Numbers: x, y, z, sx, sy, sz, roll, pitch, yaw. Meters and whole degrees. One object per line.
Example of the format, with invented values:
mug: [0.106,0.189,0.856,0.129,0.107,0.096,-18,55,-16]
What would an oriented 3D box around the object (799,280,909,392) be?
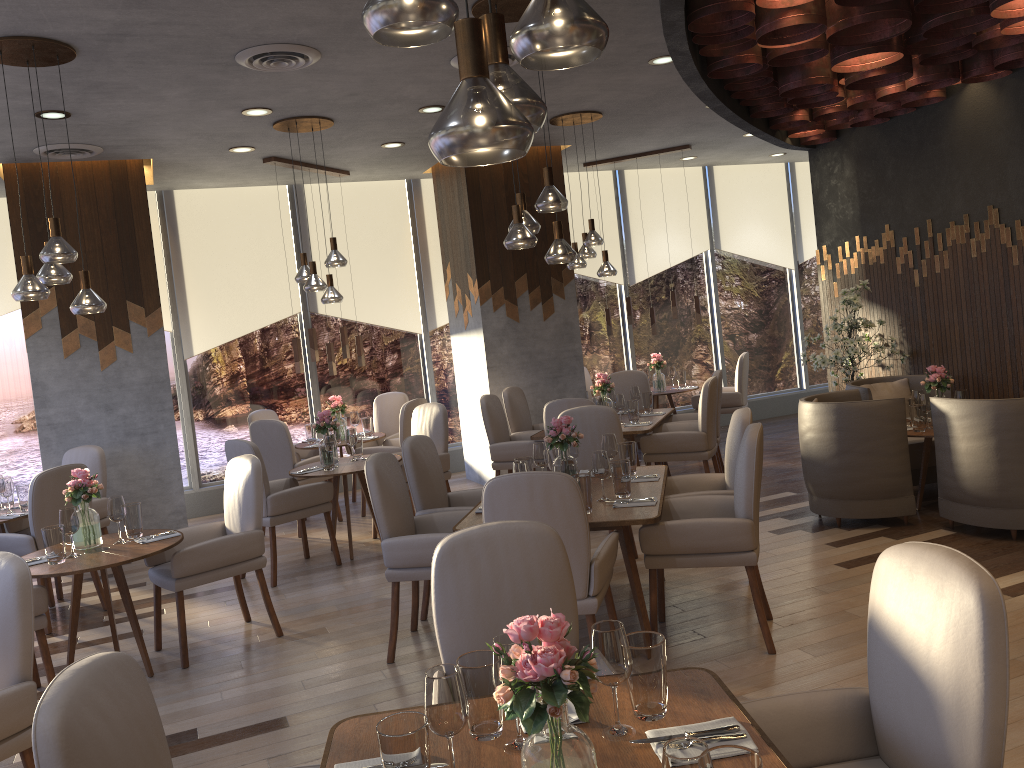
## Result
object: [2.794,-0.041,7.307,0.747,1.614,0.789,-7,3,-15]

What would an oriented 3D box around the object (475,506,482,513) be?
object: [-0.052,0.615,4.445,0.255,0.019,0.158,-5,4,11]

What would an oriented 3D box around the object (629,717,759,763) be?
object: [0.380,0.757,1.887,0.255,0.019,0.158,-7,4,-4]

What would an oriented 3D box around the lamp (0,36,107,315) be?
lamp: [-2.347,-1.004,4.450,0.440,1.324,0.439,-7,3,-19]

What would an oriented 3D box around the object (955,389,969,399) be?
object: [3.015,0.162,5.929,0.092,0.244,0.092,-5,3,19]

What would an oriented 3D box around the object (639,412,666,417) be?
object: [1.172,0.253,7.531,0.255,0.019,0.158,-5,5,22]

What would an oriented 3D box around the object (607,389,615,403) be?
object: [0.865,0.157,7.750,0.092,0.244,0.092,-6,3,-1]

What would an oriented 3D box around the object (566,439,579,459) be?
object: [0.336,0.420,4.976,0.092,0.244,0.092,-4,3,34]

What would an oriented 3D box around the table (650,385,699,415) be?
table: [1.635,0.396,9.608,0.835,0.661,0.833,-8,4,-30]

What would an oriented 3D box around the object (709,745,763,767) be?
object: [0.370,0.709,1.468,0.102,0.178,0.102,-6,3,12]

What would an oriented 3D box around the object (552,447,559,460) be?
object: [0.288,0.451,5.074,0.102,0.178,0.102,-5,3,25]

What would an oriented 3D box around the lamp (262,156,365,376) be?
lamp: [-1.751,-1.038,8.134,0.118,1.929,1.164,-5,3,24]

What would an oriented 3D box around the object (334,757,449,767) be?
object: [-0.263,0.827,1.896,0.255,0.019,0.157,-7,4,-6]

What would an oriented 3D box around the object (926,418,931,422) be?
object: [2.943,0.253,6.337,0.157,0.019,0.255,-6,4,-2]

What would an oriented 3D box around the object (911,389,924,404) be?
object: [2.845,0.161,6.191,0.092,0.244,0.092,-9,4,-45]

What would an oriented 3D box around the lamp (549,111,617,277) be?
lamp: [0.599,-1.539,7.345,0.440,1.324,0.439,-8,3,-36]

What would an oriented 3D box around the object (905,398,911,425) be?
object: [2.779,0.195,6.277,0.102,0.178,0.102,-6,3,4]

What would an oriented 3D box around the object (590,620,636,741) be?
object: [0.224,0.655,1.965,0.092,0.244,0.092,-6,3,-2]

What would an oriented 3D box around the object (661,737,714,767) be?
object: [0.285,0.691,1.395,0.092,0.244,0.092,-4,3,38]

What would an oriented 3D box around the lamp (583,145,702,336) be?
lamp: [1.429,-1.485,9.490,1.160,1.929,0.118,-5,3,23]

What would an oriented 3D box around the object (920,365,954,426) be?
object: [2.926,0.075,6.069,0.198,0.415,0.210,-9,4,-44]

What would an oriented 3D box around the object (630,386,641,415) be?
object: [1.067,0.142,7.665,0.092,0.244,0.092,-7,3,-26]

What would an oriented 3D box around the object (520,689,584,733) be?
object: [0.090,0.773,2.105,0.157,0.019,0.255,-7,4,-8]

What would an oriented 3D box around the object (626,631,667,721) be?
object: [0.309,0.673,2.038,0.102,0.178,0.102,-4,4,42]

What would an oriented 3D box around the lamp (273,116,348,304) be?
lamp: [-1.461,-1.255,6.543,0.440,1.324,0.439,-7,3,-14]

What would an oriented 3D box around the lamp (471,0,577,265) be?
lamp: [0.083,-1.276,4.552,0.440,1.324,0.439,-7,3,-16]

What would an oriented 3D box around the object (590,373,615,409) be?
object: [0.774,0.109,7.418,0.198,0.415,0.210,-9,4,-44]

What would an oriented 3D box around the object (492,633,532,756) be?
object: [0.006,0.680,1.951,0.092,0.244,0.092,-6,3,-5]

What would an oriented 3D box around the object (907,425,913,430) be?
object: [2.673,0.301,6.081,0.255,0.019,0.158,-6,4,0]

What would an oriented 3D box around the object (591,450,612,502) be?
object: [0.442,0.454,4.362,0.092,0.244,0.092,-8,3,-30]

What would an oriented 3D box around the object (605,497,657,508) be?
object: [0.567,0.562,4.246,0.255,0.019,0.158,-5,4,13]

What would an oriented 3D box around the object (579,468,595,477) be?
object: [0.460,0.511,5.101,0.157,0.019,0.255,-6,4,9]

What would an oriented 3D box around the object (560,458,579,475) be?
object: [0.281,0.480,4.245,0.092,0.244,0.092,-7,3,-6]

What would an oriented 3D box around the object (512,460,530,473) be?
object: [0.052,0.500,4.322,0.092,0.244,0.092,-7,3,-8]

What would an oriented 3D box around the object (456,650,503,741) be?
object: [-0.068,0.715,2.030,0.102,0.178,0.102,-6,3,-2]

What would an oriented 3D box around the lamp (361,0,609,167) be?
lamp: [-0.095,-1.033,1.529,0.439,1.324,0.440,-5,3,17]

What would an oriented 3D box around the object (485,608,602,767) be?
object: [0.070,0.616,1.604,0.210,0.415,0.198,-7,3,-9]

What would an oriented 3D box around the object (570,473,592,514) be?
object: [0.328,0.516,4.146,0.102,0.178,0.102,-5,3,20]

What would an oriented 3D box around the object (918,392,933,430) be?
object: [2.798,0.182,5.983,0.092,0.244,0.092,-4,3,42]

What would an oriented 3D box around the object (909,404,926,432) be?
object: [2.714,0.229,5.919,0.102,0.178,0.102,-5,3,26]

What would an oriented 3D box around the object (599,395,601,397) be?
object: [0.834,0.186,7.855,0.102,0.178,0.102,-5,3,15]

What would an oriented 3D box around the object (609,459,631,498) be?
object: [0.544,0.473,4.408,0.102,0.178,0.102,-5,3,29]

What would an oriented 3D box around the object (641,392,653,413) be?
object: [1.176,0.161,7.694,0.102,0.178,0.102,-9,4,-42]

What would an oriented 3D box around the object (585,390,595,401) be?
object: [0.682,0.182,7.686,0.092,0.244,0.092,-9,4,-44]

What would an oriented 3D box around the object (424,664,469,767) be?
object: [-0.130,0.705,1.812,0.092,0.244,0.092,-6,3,14]

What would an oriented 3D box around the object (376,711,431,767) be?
object: [-0.206,0.752,1.740,0.102,0.178,0.102,-6,3,1]

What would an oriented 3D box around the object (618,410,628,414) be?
object: [1.008,0.247,7.855,0.157,0.019,0.256,-5,4,19]

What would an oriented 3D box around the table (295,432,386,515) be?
table: [-1.550,0.846,8.220,0.834,0.661,0.835,-6,3,-1]
